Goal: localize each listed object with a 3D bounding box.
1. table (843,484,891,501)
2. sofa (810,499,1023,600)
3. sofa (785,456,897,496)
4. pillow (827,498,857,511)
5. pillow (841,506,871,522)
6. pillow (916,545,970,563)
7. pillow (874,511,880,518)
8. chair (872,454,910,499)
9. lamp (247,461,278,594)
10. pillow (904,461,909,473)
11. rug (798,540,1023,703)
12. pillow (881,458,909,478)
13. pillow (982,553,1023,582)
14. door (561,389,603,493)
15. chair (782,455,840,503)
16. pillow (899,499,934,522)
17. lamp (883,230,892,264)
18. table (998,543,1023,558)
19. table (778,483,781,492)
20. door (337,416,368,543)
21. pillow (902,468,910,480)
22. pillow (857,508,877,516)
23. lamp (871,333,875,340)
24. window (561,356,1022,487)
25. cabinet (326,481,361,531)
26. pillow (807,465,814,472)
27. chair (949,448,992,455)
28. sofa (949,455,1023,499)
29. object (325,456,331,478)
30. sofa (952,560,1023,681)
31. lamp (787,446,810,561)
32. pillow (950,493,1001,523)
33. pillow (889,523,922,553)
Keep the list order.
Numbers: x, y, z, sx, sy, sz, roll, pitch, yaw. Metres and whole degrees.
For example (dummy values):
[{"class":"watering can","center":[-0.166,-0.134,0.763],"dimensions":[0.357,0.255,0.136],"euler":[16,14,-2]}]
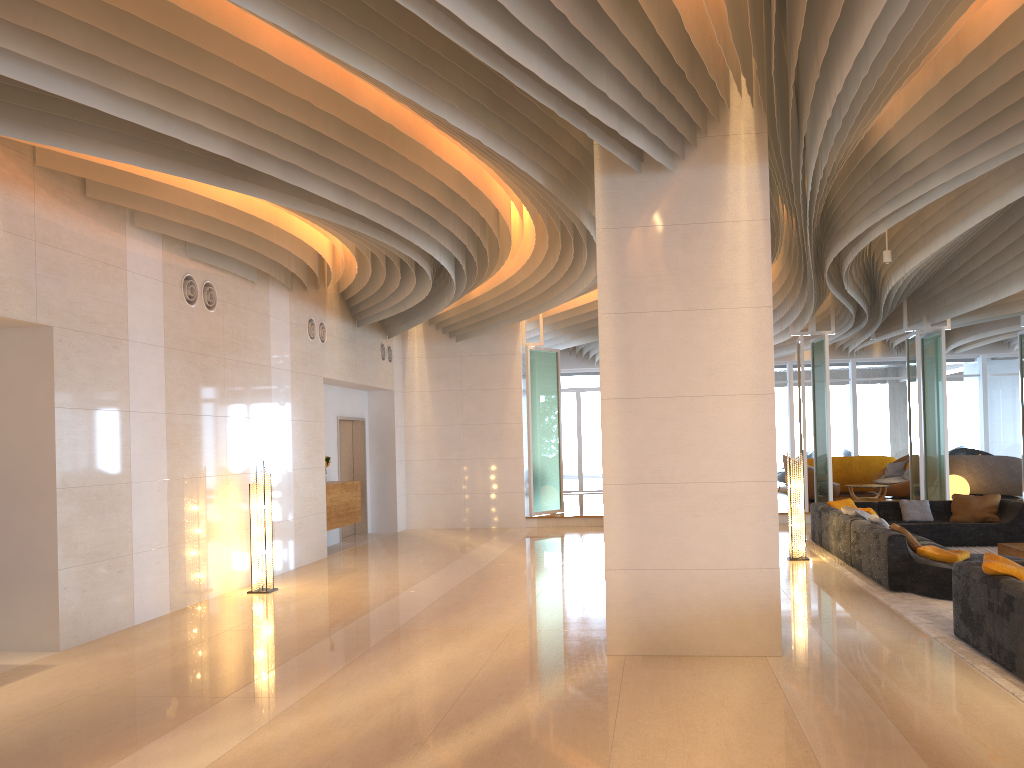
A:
[{"class":"table","center":[7.384,2.268,18.453],"dimensions":[0.823,0.318,1.076],"euler":[-1,-4,-10]},{"class":"sofa","center":[5.378,1.794,10.439],"dimensions":[2.811,0.652,5.121],"euler":[-2,-4,9]},{"class":"sofa","center":[7.585,2.101,20.369],"dimensions":[2.565,0.900,1.110],"euler":[-1,-3,-2]},{"class":"pillow","center":[4.780,1.812,12.728],"dimensions":[0.413,0.316,0.338],"euler":[-1,-2,-20]},{"class":"pillow","center":[4.376,1.702,10.862],"dimensions":[0.545,0.376,0.654],"euler":[-2,-3,4]},{"class":"pillow","center":[4.250,1.671,8.732],"dimensions":[0.404,0.135,0.424],"euler":[-5,-5,42]},{"class":"pillow","center":[4.571,1.750,11.337],"dimensions":[0.334,0.319,0.407],"euler":[0,-3,-23]},{"class":"chair","center":[8.346,1.928,18.870],"dimensions":[1.139,1.004,1.517],"euler":[-1,-3,-4]},{"class":"lamp","center":[-2.779,1.576,9.829],"dimensions":[0.249,1.449,0.251],"euler":[-2,-1,8]},{"class":"pillow","center":[8.592,1.785,18.909],"dimensions":[0.375,0.422,0.602],"euler":[-1,-3,-13]},{"class":"rug","center":[5.689,1.745,4.922],"dimensions":[5.486,0.022,16.324],"euler":[-2,-4,9]},{"class":"pillow","center":[8.317,1.830,19.197],"dimensions":[0.479,0.454,0.612],"euler":[0,-3,-30]},{"class":"pillow","center":[3.572,1.395,6.172],"dimensions":[0.539,0.377,0.648],"euler":[-3,-3,30]},{"class":"door","center":[1.818,1.539,23.847],"dimensions":[1.452,2.769,0.060],"euler":[-2,-1,7]},{"class":"chair","center":[6.256,1.960,18.552],"dimensions":[1.126,1.004,1.534],"euler":[-2,-3,16]},{"class":"pillow","center":[5.745,1.803,12.610],"dimensions":[0.405,0.312,0.324],"euler":[-2,-2,10]},{"class":"lamp","center":[4.226,-2.120,10.038],"dimensions":[0.090,1.505,0.088],"euler":[-1,-1,-37]},{"class":"table","center":[6.473,1.936,9.718],"dimensions":[1.593,0.220,1.611],"euler":[-2,-4,8]},{"class":"table","center":[5.602,2.440,20.314],"dimensions":[1.071,0.318,0.826],"euler":[-2,-4,15]},{"class":"door","center":[-2.875,1.632,15.437],"dimensions":[0.245,2.099,1.413],"euler":[-2,-2,9]},{"class":"pillow","center":[8.410,1.810,18.522],"dimensions":[0.461,0.408,0.507],"euler":[-2,-3,11]},{"class":"pillow","center":[4.475,1.715,11.191],"dimensions":[0.329,0.334,0.417],"euler":[0,-3,-26]},{"class":"lamp","center":[7.344,-1.656,18.089],"dimensions":[0.088,1.505,0.090],"euler":[-2,-1,17]},{"class":"window","center":[10.149,-0.111,6.406],"dimensions":[22.450,3.216,53.820],"euler":[0,-4,-26]},{"class":"cabinet","center":[-2.835,1.850,13.582],"dimensions":[0.556,0.661,1.520],"euler":[-2,-3,9]},{"class":"pillow","center":[6.166,1.820,18.234],"dimensions":[0.475,0.454,0.618],"euler":[-1,-3,-10]},{"class":"chair","center":[10.782,1.967,20.368],"dimensions":[1.526,1.004,1.132],"euler":[-1,-2,-9]},{"class":"sofa","center":[9.795,1.922,18.563],"dimensions":[1.127,0.900,2.527],"euler":[0,-4,-31]},{"class":"object","center":[-2.826,1.245,13.207],"dimensions":[0.266,0.496,0.236],"euler":[-1,-1,-5]},{"class":"sofa","center":[3.500,1.502,4.872],"dimensions":[0.937,0.581,3.801],"euler":[-2,-4,9]},{"class":"lamp","center":[3.628,1.511,11.313],"dimensions":[0.249,1.449,0.251],"euler":[-2,-1,8]},{"class":"pillow","center":[6.542,1.748,12.523],"dimensions":[0.630,0.377,0.556],"euler":[-3,-3,30]},{"class":"pillow","center":[4.065,1.595,9.073],"dimensions":[0.327,0.311,0.427],"euler":[-2,-3,10]}]
